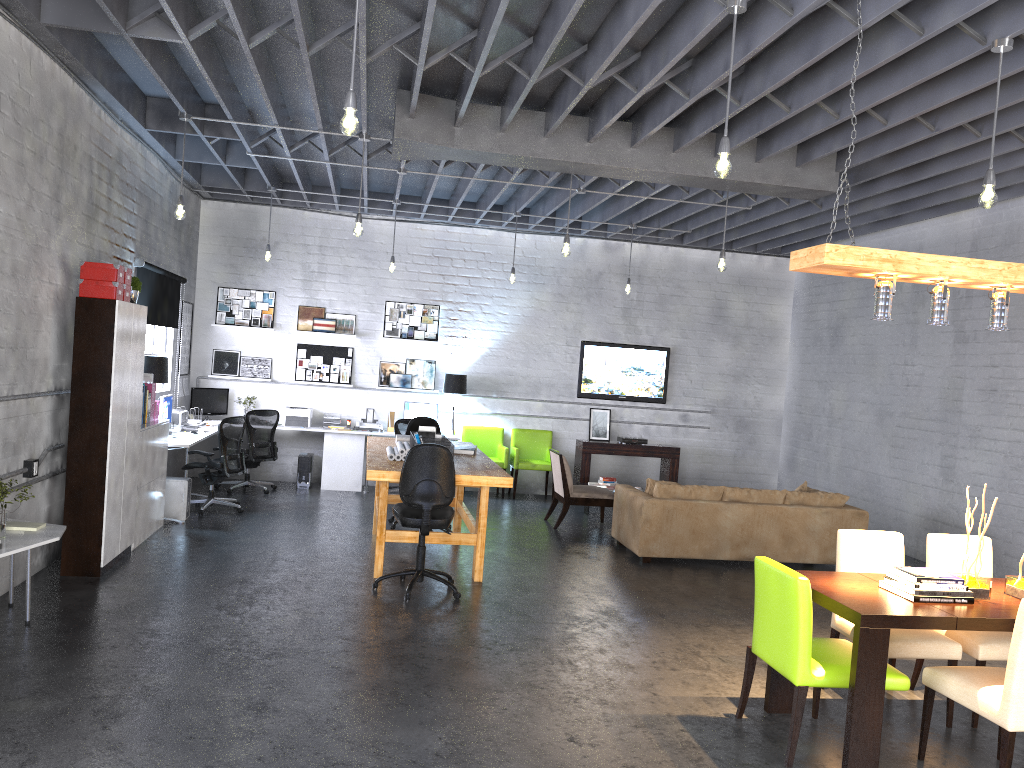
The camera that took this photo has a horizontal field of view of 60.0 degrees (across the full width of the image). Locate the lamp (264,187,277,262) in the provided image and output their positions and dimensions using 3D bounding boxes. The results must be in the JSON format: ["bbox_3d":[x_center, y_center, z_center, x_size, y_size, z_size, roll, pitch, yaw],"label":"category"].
[{"bbox_3d":[-2.869,-1.887,10.505,0.104,0.878,0.104,4,2,-9],"label":"lamp"}]

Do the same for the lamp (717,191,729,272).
[{"bbox_3d":[1.981,-1.480,8.240,0.104,0.878,0.104,6,3,34],"label":"lamp"}]

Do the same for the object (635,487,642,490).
[{"bbox_3d":[1.613,1.348,11.378,0.077,0.052,0.081,5,2,39],"label":"object"}]

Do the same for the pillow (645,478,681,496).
[{"bbox_3d":[1.529,1.150,8.928,0.523,0.403,0.319,5,2,10],"label":"pillow"}]

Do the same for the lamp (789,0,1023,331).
[{"bbox_3d":[2.562,-1.199,4.566,2.130,1.842,0.366,4,2,-9],"label":"lamp"}]

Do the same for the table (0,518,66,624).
[{"bbox_3d":[-3.018,1.187,5.244,0.517,0.532,1.335,4,1,-9],"label":"table"}]

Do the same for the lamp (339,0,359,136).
[{"bbox_3d":[-0.735,-1.604,4.149,0.104,0.878,0.104,5,2,9],"label":"lamp"}]

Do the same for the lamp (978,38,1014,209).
[{"bbox_3d":[2.555,-1.369,4.693,0.104,0.878,0.104,5,2,11],"label":"lamp"}]

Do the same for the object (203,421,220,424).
[{"bbox_3d":[-3.690,0.485,11.255,0.180,0.028,0.422,5,1,41],"label":"object"}]

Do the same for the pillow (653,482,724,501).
[{"bbox_3d":[1.699,1.168,8.741,0.704,0.402,0.290,4,2,-9],"label":"pillow"}]

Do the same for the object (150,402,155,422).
[{"bbox_3d":[-3.442,0.251,8.218,0.214,0.177,0.161,4,2,-9],"label":"object"}]

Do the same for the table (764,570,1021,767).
[{"bbox_3d":[2.365,1.477,4.581,1.800,0.780,0.853,4,2,-9],"label":"table"}]

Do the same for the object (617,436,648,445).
[{"bbox_3d":[1.698,0.801,12.524,0.371,0.082,0.266,4,1,-9],"label":"object"}]

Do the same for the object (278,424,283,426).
[{"bbox_3d":[-3.017,0.533,11.501,0.103,0.021,0.131,4,1,-29],"label":"object"}]

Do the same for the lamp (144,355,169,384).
[{"bbox_3d":[-3.556,0.141,8.698,0.333,0.832,0.333,6,3,42],"label":"lamp"}]

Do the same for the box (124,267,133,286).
[{"bbox_3d":[-3.058,-0.830,6.756,0.268,0.133,0.206,4,1,-9],"label":"box"}]

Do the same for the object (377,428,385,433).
[{"bbox_3d":[-1.727,0.611,11.697,0.095,0.050,0.095,3,2,-41],"label":"object"}]

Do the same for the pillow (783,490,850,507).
[{"bbox_3d":[3.007,1.262,8.950,0.663,0.386,0.308,4,2,-7],"label":"pillow"}]

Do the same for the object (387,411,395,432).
[{"bbox_3d":[-1.634,0.508,11.981,0.087,0.259,0.236,4,2,-9],"label":"object"}]

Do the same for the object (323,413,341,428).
[{"bbox_3d":[-2.404,0.492,11.867,0.229,0.181,0.316,4,1,-9],"label":"object"}]

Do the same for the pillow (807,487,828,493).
[{"bbox_3d":[3.145,1.284,9.340,0.238,0.375,0.749,4,1,-10],"label":"pillow"}]

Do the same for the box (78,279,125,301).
[{"bbox_3d":[-3.034,-0.693,6.556,0.270,0.131,0.206,4,1,-9],"label":"box"}]

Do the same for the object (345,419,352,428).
[{"bbox_3d":[-2.198,0.534,11.945,0.093,0.116,0.067,4,2,-9],"label":"object"}]

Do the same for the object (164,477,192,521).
[{"bbox_3d":[-3.479,1.143,8.864,0.478,0.411,0.200,4,2,-9],"label":"object"}]

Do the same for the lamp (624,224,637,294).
[{"bbox_3d":[1.498,-1.575,11.226,0.104,0.878,0.104,6,3,34],"label":"lamp"}]

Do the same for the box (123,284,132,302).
[{"bbox_3d":[-3.067,-0.699,6.761,0.270,0.131,0.206,4,1,-9],"label":"box"}]

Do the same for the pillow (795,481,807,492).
[{"bbox_3d":[2.940,1.226,9.267,0.243,0.423,0.550,5,2,31],"label":"pillow"}]

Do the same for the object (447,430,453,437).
[{"bbox_3d":[-0.825,0.660,11.800,0.069,0.083,0.090,4,2,-10],"label":"object"}]

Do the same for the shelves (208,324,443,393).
[{"bbox_3d":[-2.471,-0.334,11.908,3.024,0.694,0.199,4,2,-9],"label":"shelves"}]

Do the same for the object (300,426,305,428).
[{"bbox_3d":[-2.711,0.559,11.514,0.075,0.016,0.017,5,2,16],"label":"object"}]

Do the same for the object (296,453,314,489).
[{"bbox_3d":[-2.734,1.142,11.733,0.180,0.411,0.475,4,2,-9],"label":"object"}]

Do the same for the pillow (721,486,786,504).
[{"bbox_3d":[2.364,1.215,8.851,0.667,0.402,0.290,4,2,-9],"label":"pillow"}]

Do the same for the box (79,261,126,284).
[{"bbox_3d":[-3.024,-0.822,6.551,0.270,0.131,0.206,4,1,-9],"label":"box"}]

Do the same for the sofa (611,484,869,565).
[{"bbox_3d":[2.280,1.459,9.096,2.330,0.629,1.103,4,1,-9],"label":"sofa"}]

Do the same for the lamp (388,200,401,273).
[{"bbox_3d":[-1.427,-1.784,10.743,0.104,0.878,0.104,4,2,-9],"label":"lamp"}]

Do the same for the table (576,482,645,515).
[{"bbox_3d":[1.329,1.506,11.500,0.873,0.300,0.872,4,1,-6],"label":"table"}]

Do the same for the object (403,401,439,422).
[{"bbox_3d":[-1.239,0.457,12.042,0.465,0.417,0.212,4,2,-4],"label":"object"}]

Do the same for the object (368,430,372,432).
[{"bbox_3d":[-1.866,0.619,11.660,0.076,0.016,0.017,5,2,41],"label":"object"}]

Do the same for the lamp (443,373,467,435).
[{"bbox_3d":[-0.792,0.282,12.077,0.333,0.832,0.333,6,3,42],"label":"lamp"}]

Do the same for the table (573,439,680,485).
[{"bbox_3d":[1.609,1.246,12.541,1.410,0.820,0.403,4,2,-9],"label":"table"}]

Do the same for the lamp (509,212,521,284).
[{"bbox_3d":[0.033,-1.679,10.984,0.104,0.878,0.104,4,2,-9],"label":"lamp"}]

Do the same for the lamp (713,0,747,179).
[{"bbox_3d":[1.091,-1.473,4.451,0.104,0.878,0.104,5,2,9],"label":"lamp"}]

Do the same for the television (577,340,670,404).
[{"bbox_3d":[1.596,-0.162,12.637,1.324,0.817,0.021,4,2,-10],"label":"television"}]

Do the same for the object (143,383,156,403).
[{"bbox_3d":[-3.429,0.075,8.211,0.214,0.177,0.161,4,2,-9],"label":"object"}]

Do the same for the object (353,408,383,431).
[{"bbox_3d":[-1.932,0.476,11.937,0.405,0.280,0.399,4,1,-9],"label":"object"}]

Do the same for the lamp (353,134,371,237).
[{"bbox_3d":[-1.309,-1.716,7.697,0.104,0.878,0.104,4,2,-9],"label":"lamp"}]

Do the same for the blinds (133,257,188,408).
[{"bbox_3d":[-3.844,-0.445,9.669,0.100,1.633,2.118,4,2,-9],"label":"blinds"}]

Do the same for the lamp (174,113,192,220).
[{"bbox_3d":[-2.768,-1.820,7.456,0.104,0.878,0.104,4,2,-9],"label":"lamp"}]

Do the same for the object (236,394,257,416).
[{"bbox_3d":[-3.509,0.321,11.719,0.270,0.363,0.297,6,2,36],"label":"object"}]

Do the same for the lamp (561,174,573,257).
[{"bbox_3d":[0.516,-1.585,7.998,0.104,0.878,0.104,4,2,-9],"label":"lamp"}]

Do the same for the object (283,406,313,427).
[{"bbox_3d":[-2.845,0.433,11.798,0.351,0.235,0.350,4,1,-9],"label":"object"}]
